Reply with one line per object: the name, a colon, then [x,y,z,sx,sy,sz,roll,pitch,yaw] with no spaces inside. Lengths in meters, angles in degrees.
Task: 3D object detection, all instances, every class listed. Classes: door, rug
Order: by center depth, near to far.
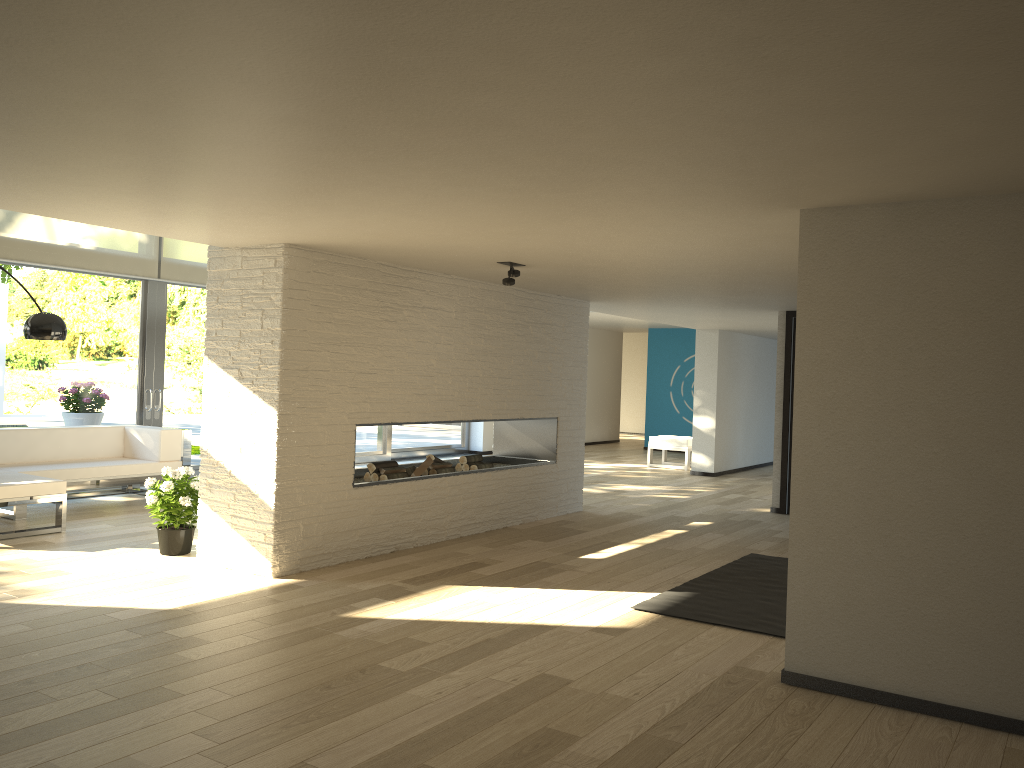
rug: [1.588,1.225,5.302,0.979,0.011,1.998,2,0,33]
door: [-1.944,0.057,10.089,19.444,2.374,22.942,2,0,33]

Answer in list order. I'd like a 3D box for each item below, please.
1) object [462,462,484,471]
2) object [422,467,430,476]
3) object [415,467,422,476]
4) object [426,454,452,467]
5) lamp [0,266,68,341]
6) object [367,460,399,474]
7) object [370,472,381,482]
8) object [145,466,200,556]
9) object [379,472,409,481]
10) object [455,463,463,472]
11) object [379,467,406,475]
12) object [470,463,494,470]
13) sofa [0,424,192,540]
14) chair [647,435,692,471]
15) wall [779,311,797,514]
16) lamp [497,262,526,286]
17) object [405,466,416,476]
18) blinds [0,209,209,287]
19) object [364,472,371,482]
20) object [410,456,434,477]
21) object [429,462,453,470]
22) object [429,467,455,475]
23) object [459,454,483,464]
object: [-0.322,0.696,7.424,0.076,0.076,0.236,2,0,32]
object: [-0.617,0.689,6.975,0.076,0.076,0.236,2,0,32]
object: [-0.672,0.686,7.026,0.075,0.074,0.245,2,0,32]
object: [-0.585,0.641,7.091,0.093,0.170,0.271,2,0,32]
lamp: [-4.071,0.010,6.174,1.753,2.024,0.282,2,0,-14]
object: [-0.951,0.614,6.533,0.093,0.088,0.260,2,0,32]
object: [-0.931,0.681,6.500,0.076,0.076,0.236,2,0,32]
object: [-2.166,0.820,5.765,0.430,0.571,0.405,2,0,-35]
object: [-0.859,0.684,6.465,0.082,0.073,0.237,2,0,32]
object: [-0.376,0.694,7.475,0.075,0.074,0.245,2,0,32]
object: [-0.875,0.641,6.506,0.064,0.060,0.229,2,0,34]
object: [-0.250,0.699,7.389,0.082,0.073,0.237,2,0,32]
sofa: [-3.633,0.712,7.054,1.546,0.654,2.403,2,0,33]
chair: [2.381,0.991,12.879,0.611,0.442,0.610,2,0,33]
wall: [3.003,0.286,8.291,0.920,1.947,0.108,2,0,33]
lamp: [-0.008,-0.707,5.765,0.135,0.153,0.234,2,0,33]
object: [-0.807,0.682,6.887,0.075,0.074,0.245,2,0,12]
blinds: [-3.585,-1.534,9.005,0.056,0.984,11.526,2,0,33]
object: [-0.985,0.678,6.551,0.075,0.074,0.245,2,0,32]
object: [-0.696,0.641,6.828,0.064,0.165,0.225,2,0,32]
object: [-0.562,0.649,6.981,0.064,0.060,0.229,2,0,34]
object: [-0.546,0.691,6.940,0.082,0.073,0.237,2,0,32]
object: [-0.342,0.631,7.452,0.082,0.073,0.237,2,0,32]
